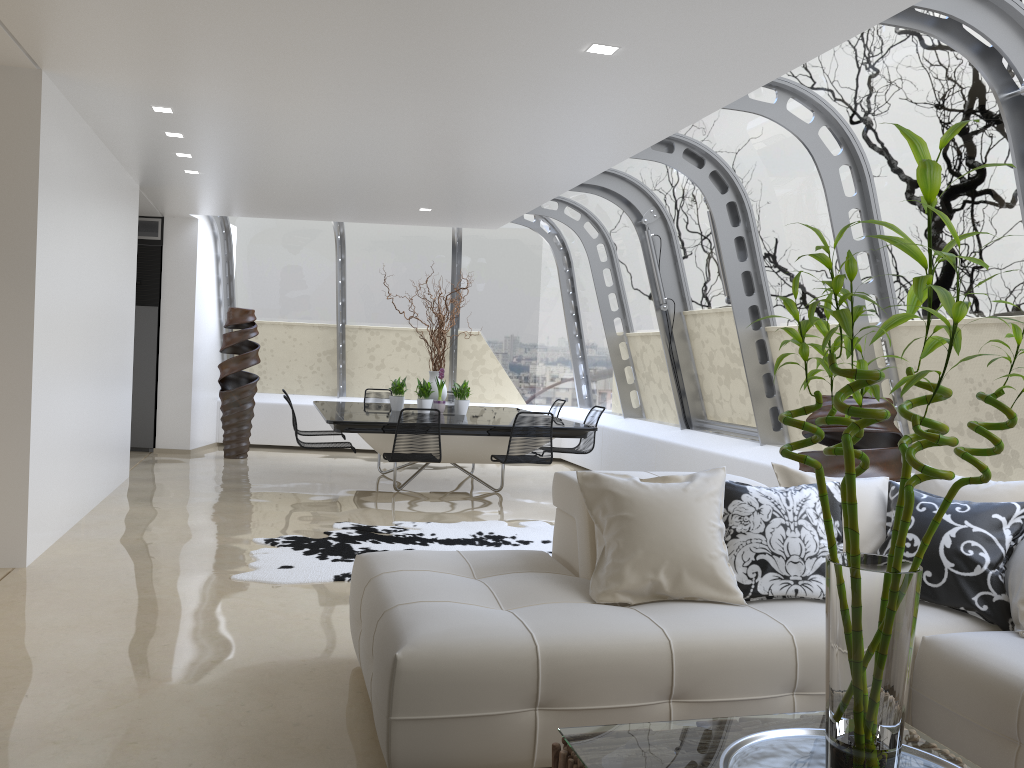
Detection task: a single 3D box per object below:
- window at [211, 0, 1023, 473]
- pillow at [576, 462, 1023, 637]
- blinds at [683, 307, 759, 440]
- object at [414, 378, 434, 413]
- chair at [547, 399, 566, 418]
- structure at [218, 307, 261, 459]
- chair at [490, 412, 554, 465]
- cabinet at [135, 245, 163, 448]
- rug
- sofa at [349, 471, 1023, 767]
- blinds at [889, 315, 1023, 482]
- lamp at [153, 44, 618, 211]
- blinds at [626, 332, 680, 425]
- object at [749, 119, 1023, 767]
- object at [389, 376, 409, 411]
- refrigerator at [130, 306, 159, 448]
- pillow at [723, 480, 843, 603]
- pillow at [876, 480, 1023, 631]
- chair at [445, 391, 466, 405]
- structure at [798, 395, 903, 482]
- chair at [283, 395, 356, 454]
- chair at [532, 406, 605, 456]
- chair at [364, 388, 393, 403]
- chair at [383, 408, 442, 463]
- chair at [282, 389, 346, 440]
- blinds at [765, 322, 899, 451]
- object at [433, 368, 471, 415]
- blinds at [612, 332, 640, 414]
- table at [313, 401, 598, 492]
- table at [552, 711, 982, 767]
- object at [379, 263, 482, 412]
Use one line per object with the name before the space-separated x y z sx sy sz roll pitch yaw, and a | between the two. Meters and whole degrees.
window | -4.643 -0.451 5.442 16.693 3.674 16.171 2 2 -9
pillow | 1.888 0.653 2.884 1.656 0.530 3.322 1 2 -45
blinds | 2.035 -0.091 8.332 0.387 1.214 1.376 2 2 -15
object | -0.897 0.122 9.059 0.215 0.369 0.284 3 2 18
chair | 0.254 0.428 10.377 0.688 0.519 0.446 2 2 -15
structure | -3.336 -0.005 10.816 0.498 1.843 0.493 3 2 -4
chair | 0.109 0.486 7.974 0.446 0.519 0.688 2 2 -15
cabinet | -5.475 -0.481 11.288 2.252 2.558 0.831 3 2 -1
rug | -0.211 1.176 6.053 3.220 0.008 2.705 2 2 -15
sofa | 1.372 0.923 2.403 3.257 0.866 4.169 2 2 -15
blinds | 2.853 0.122 5.372 0.329 1.027 1.430 2 2 -15
lamp | -4.301 -1.850 3.479 9.775 0.004 9.928 2 2 -14
blinds | 1.659 -0.055 9.831 0.329 1.027 1.430 2 2 -15
object | 0.844 0.144 1.995 0.673 1.546 0.584 3 2 24
object | -1.208 0.098 9.423 0.215 0.369 0.284 3 2 23
refrigerator | -4.889 -0.105 11.011 1.006 1.742 0.234 3 2 -2
pillow | 1.055 0.627 3.530 0.604 0.471 0.394 3 2 1
pillow | 1.713 0.670 3.505 0.599 0.483 0.405 4 2 44
chair | -0.700 0.366 10.995 0.446 0.519 0.688 2 2 -15
structure | 2.020 0.701 5.330 0.672 1.258 0.674 1 2 -38
chair | -1.845 0.380 8.492 0.688 0.519 0.446 2 2 -15
chair | 0.583 0.477 9.145 0.688 0.519 0.446 2 2 -15
chair | -1.593 0.330 10.754 0.446 0.519 0.688 2 2 -15
chair | -0.854 0.448 7.715 0.446 0.519 0.688 2 2 -15
chair | -2.174 0.331 9.724 0.688 0.519 0.446 2 2 -15
blinds | 2.455 0.063 6.858 0.329 1.027 1.430 2 2 -15
object | -0.599 0.080 9.275 0.417 0.476 0.238 3 2 13
blinds | 1.346 0.414 11.548 0.663 2.118 1.829 2 2 -15
table | -0.789 0.682 9.393 2.494 0.759 3.031 2 2 -15
table | 0.680 1.122 1.967 1.007 0.448 0.923 2 2 -15
object | -0.917 -0.479 9.356 1.031 1.549 1.135 2 2 -23
